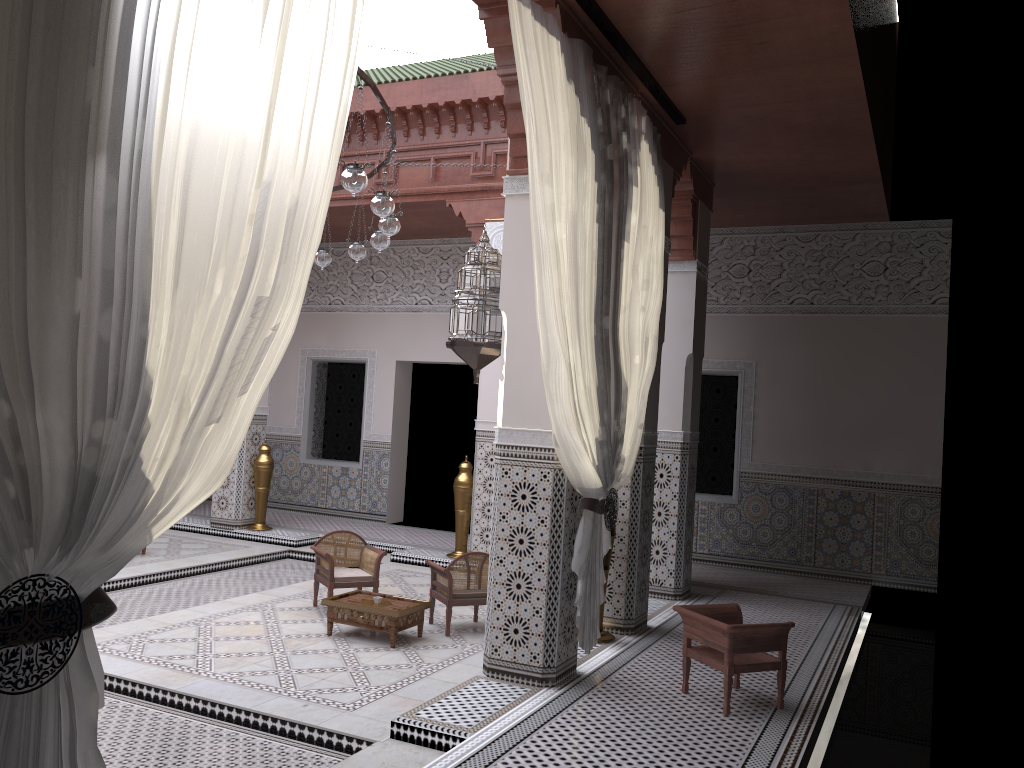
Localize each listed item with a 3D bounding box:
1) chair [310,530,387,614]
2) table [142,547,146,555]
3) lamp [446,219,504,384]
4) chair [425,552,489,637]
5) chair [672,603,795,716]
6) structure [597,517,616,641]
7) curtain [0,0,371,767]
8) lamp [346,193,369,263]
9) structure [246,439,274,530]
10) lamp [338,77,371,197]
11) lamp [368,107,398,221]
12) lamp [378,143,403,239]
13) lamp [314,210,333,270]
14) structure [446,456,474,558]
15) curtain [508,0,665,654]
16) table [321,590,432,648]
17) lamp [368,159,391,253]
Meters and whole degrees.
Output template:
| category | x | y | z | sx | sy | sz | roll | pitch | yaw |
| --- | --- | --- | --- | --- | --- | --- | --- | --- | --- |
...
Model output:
| category | x | y | z | sx | sy | sz | roll | pitch | yaw |
| --- | --- | --- | --- | --- | --- | --- | --- | --- | --- |
| chair | -0.675 | 0.768 | 3.622 | 0.263 | 0.313 | 0.208 | 4 | -2 | -29 |
| table | -2.071 | 0.806 | 4.585 | 0.330 | 0.142 | 0.229 | 2 | -2 | 25 |
| lamp | -0.097 | -0.275 | 2.840 | 0.221 | 0.552 | 0.216 | 2 | -2 | 25 |
| chair | -0.184 | 0.790 | 3.427 | 0.263 | 0.313 | 0.208 | 4 | -2 | -24 |
| chair | 0.626 | 0.783 | 2.542 | 0.234 | 0.252 | 0.259 | 4 | -2 | -25 |
| structure | 0.306 | 0.634 | 3.186 | 0.156 | 0.539 | 0.156 | 2 | -3 | 42 |
| curtain | -0.517 | -0.182 | 1.000 | 0.129 | 1.764 | 1.303 | 2 | -2 | 25 |
| lamp | -0.640 | -0.696 | 3.767 | 0.091 | 0.371 | 0.090 | 3 | -2 | 10 |
| structure | -1.509 | 0.603 | 5.364 | 0.156 | 0.539 | 0.156 | 4 | -2 | -14 |
| lamp | -0.446 | -0.726 | 2.558 | 0.090 | 0.371 | 0.091 | 2 | -3 | 40 |
| lamp | -0.409 | -0.713 | 2.864 | 0.090 | 0.371 | 0.091 | 2 | -3 | 40 |
| lamp | -0.430 | -0.704 | 3.175 | 0.090 | 0.371 | 0.091 | 2 | -3 | 40 |
| lamp | -0.838 | -0.699 | 4.005 | 0.091 | 0.371 | 0.090 | 3 | -2 | 10 |
| structure | -0.260 | 0.655 | 4.772 | 0.156 | 0.539 | 0.156 | 4 | -2 | -14 |
| curtain | 0.269 | -0.078 | 2.659 | 0.137 | 1.761 | 1.304 | 2 | -2 | 25 |
| table | -0.496 | 0.851 | 3.240 | 0.330 | 0.142 | 0.229 | 2 | -2 | 25 |
| lamp | -0.508 | -0.698 | 3.475 | 0.090 | 0.371 | 0.091 | 2 | -3 | 40 |
